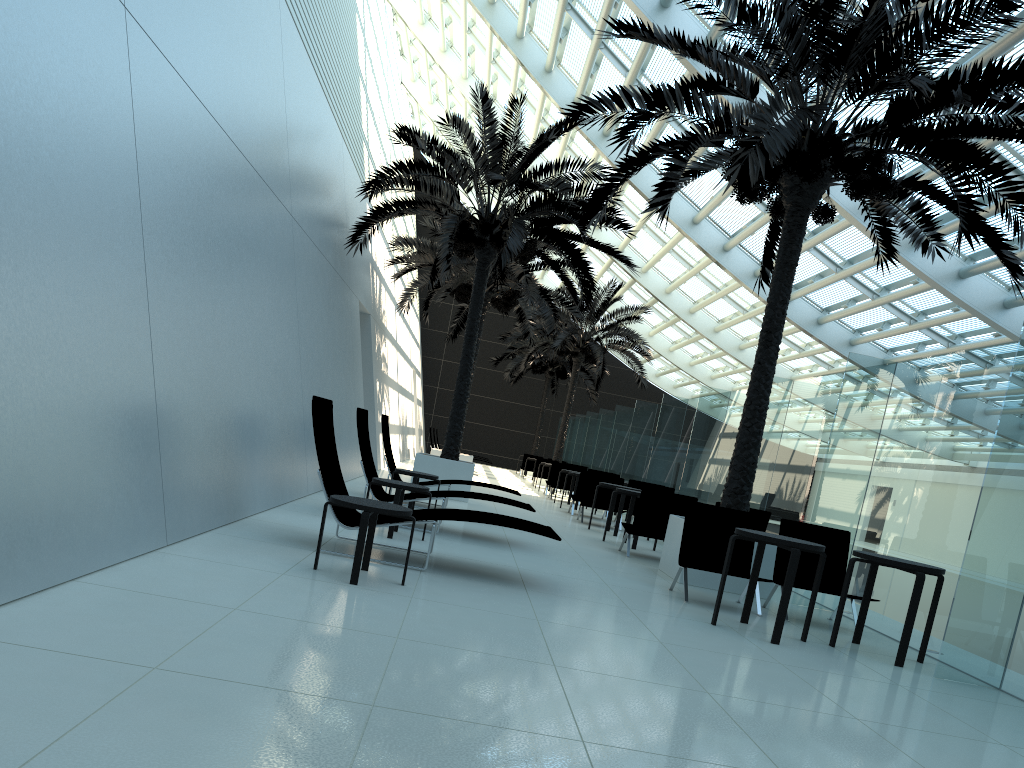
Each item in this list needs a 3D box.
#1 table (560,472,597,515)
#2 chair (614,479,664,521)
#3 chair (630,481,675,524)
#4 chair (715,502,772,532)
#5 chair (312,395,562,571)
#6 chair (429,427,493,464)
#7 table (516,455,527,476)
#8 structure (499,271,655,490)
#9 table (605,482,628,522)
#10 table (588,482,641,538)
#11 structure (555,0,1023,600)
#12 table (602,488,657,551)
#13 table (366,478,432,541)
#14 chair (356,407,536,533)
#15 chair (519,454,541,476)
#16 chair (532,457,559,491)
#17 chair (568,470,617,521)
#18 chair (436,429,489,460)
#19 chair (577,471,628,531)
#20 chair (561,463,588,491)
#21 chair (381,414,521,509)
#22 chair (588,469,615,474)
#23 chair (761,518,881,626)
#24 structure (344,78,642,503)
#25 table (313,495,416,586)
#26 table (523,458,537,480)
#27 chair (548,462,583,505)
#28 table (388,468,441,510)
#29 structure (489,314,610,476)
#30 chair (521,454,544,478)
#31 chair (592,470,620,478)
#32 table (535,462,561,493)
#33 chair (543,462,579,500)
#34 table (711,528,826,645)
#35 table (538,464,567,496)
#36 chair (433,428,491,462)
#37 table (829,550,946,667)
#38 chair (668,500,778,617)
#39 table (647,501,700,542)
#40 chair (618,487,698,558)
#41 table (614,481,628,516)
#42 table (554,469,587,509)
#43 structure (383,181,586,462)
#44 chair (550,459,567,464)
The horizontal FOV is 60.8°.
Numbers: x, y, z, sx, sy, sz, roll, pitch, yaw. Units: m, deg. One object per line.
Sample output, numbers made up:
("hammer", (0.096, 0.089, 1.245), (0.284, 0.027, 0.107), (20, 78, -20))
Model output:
("table", (1.439, 2.262, 18.058), (0.666, 0.787, 0.688), (13, 3, 40))
("chair", (2.452, 2.322, 16.946), (0.718, 0.894, 0.880), (11, 1, -3))
("chair", (2.522, 2.214, 15.237), (0.718, 0.894, 0.880), (11, 1, -3))
("chair", (2.738, 1.966, 11.160), (0.718, 0.894, 0.880), (11, 1, -3))
("chair", (-0.611, 0.879, 7.042), (2.041, 1.167, 0.913), (11, 2, -4))
("chair", (-1.565, 2.066, 26.353), (2.041, 1.167, 0.913), (11, 2, -4))
("table", (0.605, 3.300, 34.951), (0.665, 0.787, 0.689), (13, 3, 44))
("structure", (1.945, -0.079, 28.276), (4.851, 7.074, 4.379), (10, 3, -10))
("table", (2.390, 2.451, 18.127), (0.666, 0.787, 0.688), (13, 3, 40))
("table", (1.654, 2.007, 13.888), (0.667, 0.787, 0.687), (12, 2, 35))
("structure", (2.894, -1.253, 9.160), (4.778, 7.074, 4.447), (12, 3, 15))
("table", (1.725, 1.906, 12.272), (0.666, 0.787, 0.688), (13, 3, 40))
("table", (-1.118, 1.213, 8.458), (0.543, 0.521, 0.561), (12, 1, 40))
("chair", (-0.738, 1.037, 9.610), (2.041, 1.167, 0.913), (11, 2, -4))
("chair", (0.704, 3.178, 33.772), (0.718, 0.894, 0.880), (11, 1, -3))
("chair", (1.054, 2.722, 26.393), (0.718, 0.894, 0.880), (11, 1, -3))
("chair", (1.538, 2.139, 16.879), (0.718, 0.894, 0.880), (11, 1, -3))
("chair", (-1.822, 2.387, 31.570), (2.041, 1.167, 0.913), (11, 2, -4))
("chair", (1.608, 2.032, 15.171), (0.718, 0.894, 0.880), (11, 1, -3))
("chair", (1.968, 2.904, 26.459), (0.718, 0.894, 0.880), (11, 1, -3))
("chair", (-0.865, 1.195, 12.179), (2.041, 1.167, 0.913), (11, 2, -4))
("chair", (2.174, 2.669, 22.580), (0.718, 0.894, 0.880), (11, 1, -3))
("chair", (2.878, 1.772, 8.038), (0.718, 0.894, 0.880), (11, 1, -3))
("structure", (-0.504, -1.429, 14.655), (4.696, 6.886, 4.192), (9, 4, -25))
("table", (-0.991, 1.055, 5.889), (0.543, 0.521, 0.561), (12, 1, 40))
("table", (0.820, 3.046, 30.781), (0.667, 0.787, 0.687), (12, 2, 35))
("chair", (1.329, 2.379, 20.818), (0.718, 0.894, 0.880), (11, 1, -3))
("table", (-1.244, 1.371, 11.026), (0.543, 0.521, 0.561), (12, 1, 40))
("structure", (1.569, 0.426, 36.410), (4.509, 7.072, 4.713), (9, 3, -24))
("chair", (0.773, 3.071, 32.076), (0.718, 0.894, 0.880), (11, 1, -3))
("chair", (2.244, 2.561, 20.884), (0.718, 0.894, 0.880), (11, 1, -3))
("table", (1.100, 2.698, 25.122), (0.667, 0.787, 0.687), (12, 2, 35))
("chair", (1.260, 2.486, 22.514), (0.718, 0.894, 0.880), (11, 1, -3))
("table", (2.004, 1.571, 6.802), (0.665, 0.787, 0.689), (13, 3, 44))
("table", (1.161, 2.608, 23.693), (0.666, 0.787, 0.688), (13, 3, 40))
("chair", (-1.692, 2.224, 28.922), (2.041, 1.167, 0.913), (11, 2, -4))
("table", (2.955, 1.761, 6.871), (0.665, 0.787, 0.689), (13, 3, 44))
("chair", (1.963, 1.589, 7.971), (0.718, 0.894, 0.880), (11, 1, -3))
("table", (2.605, 2.197, 13.957), (0.667, 0.787, 0.687), (12, 2, 35))
("chair", (1.823, 1.784, 11.094), (0.718, 0.894, 0.880), (11, 1, -3))
("table", (2.327, 2.543, 19.591), (0.667, 0.787, 0.687), (12, 2, 35))
("table", (1.376, 2.353, 19.522), (0.667, 0.787, 0.687), (12, 2, 35))
("structure", (-0.995, -1.131, 20.630), (4.214, 6.946, 4.674), (13, 4, 30))
("chair", (1.688, 3.254, 32.142), (0.718, 0.894, 0.880), (11, 1, -3))
